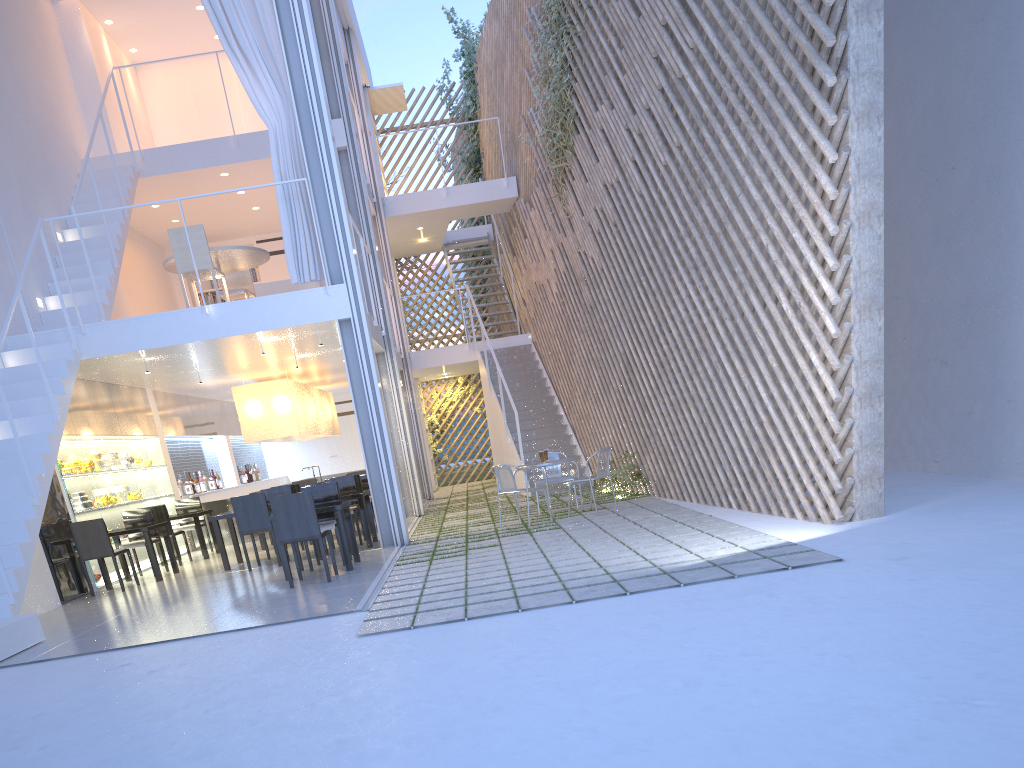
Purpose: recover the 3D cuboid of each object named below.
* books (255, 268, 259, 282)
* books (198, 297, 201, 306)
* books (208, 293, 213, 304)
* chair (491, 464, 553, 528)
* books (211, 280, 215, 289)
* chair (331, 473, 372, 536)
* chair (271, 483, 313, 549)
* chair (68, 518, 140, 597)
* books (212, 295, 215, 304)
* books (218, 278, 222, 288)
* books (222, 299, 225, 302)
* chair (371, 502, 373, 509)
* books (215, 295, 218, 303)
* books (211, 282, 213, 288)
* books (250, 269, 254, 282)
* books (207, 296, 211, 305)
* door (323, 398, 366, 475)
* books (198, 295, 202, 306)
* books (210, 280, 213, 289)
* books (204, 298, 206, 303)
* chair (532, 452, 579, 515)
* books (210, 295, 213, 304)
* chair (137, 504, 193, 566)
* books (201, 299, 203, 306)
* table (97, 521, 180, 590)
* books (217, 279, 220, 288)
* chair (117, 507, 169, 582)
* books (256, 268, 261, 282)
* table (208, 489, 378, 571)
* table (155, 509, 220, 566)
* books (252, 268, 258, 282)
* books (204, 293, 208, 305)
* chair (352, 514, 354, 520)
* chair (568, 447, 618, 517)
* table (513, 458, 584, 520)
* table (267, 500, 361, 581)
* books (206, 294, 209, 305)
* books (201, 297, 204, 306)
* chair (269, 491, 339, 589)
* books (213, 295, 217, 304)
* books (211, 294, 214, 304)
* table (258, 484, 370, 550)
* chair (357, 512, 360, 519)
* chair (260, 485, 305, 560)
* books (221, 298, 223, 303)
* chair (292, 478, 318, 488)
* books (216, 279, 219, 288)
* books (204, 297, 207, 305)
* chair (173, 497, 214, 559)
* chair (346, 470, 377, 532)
[{"bbox_3d":[-2.549,-0.269,6.375,0.037,1.763,3.401,-5,2,9],"label":"books"},{"bbox_3d":[-2.955,-0.752,7.818,0.015,0.137,0.088,-9,11,-3],"label":"books"},{"bbox_3d":[-2.847,-0.781,7.818,0.015,0.163,0.080,-9,13,-3],"label":"books"},{"bbox_3d":[0.038,0.638,4.770,0.260,0.406,0.231,2,16,42],"label":"chair"},{"bbox_3d":[-2.736,-0.255,6.383,0.027,1.722,3.338,-8,1,1],"label":"books"},{"bbox_3d":[-1.091,0.842,5.684,0.192,0.468,0.219,-9,13,-2],"label":"chair"},{"bbox_3d":[-1.496,0.906,5.684,0.192,0.468,0.219,-9,13,-2],"label":"chair"},{"bbox_3d":[-2.335,0.986,4.730,0.192,0.468,0.219,-9,13,-2],"label":"chair"},{"bbox_3d":[-2.820,-0.773,7.818,0.007,0.137,0.089,-9,11,-4],"label":"books"},{"bbox_3d":[-2.731,-0.237,6.380,0.030,1.762,3.360,-7,1,3],"label":"books"},{"bbox_3d":[-2.730,-0.784,7.820,0.015,0.132,0.086,-9,11,-3],"label":"books"},{"bbox_3d":[-1.313,1.018,8.206,0.241,0.469,0.174,-8,14,0],"label":"chair"},{"bbox_3d":[-2.786,-0.774,7.824,0.018,0.129,0.079,-9,11,-3],"label":"books"},{"bbox_3d":[-2.755,-0.240,6.374,0.040,1.760,3.346,-8,1,0],"label":"books"},{"bbox_3d":[-2.571,-0.276,6.365,0.037,1.736,3.410,-5,2,8],"label":"books"},{"bbox_3d":[-2.860,-0.765,7.822,0.015,0.135,0.082,-9,11,-3],"label":"books"},{"bbox_3d":[-2.425,0.743,7.444,0.484,1.241,5.198,-6,-1,9],"label":"door"},{"bbox_3d":[-2.941,-0.760,7.819,0.015,0.152,0.082,-9,12,-3],"label":"books"},{"bbox_3d":[-2.771,-0.242,6.373,0.080,1.732,3.367,-8,1,0],"label":"books"},{"bbox_3d":[-2.902,-0.757,7.819,0.006,0.132,0.088,-9,10,-4],"label":"books"},{"bbox_3d":[0.267,0.633,5.330,0.263,0.406,0.228,-9,12,-2],"label":"chair"},{"bbox_3d":[-2.834,-0.771,7.818,0.005,0.137,0.088,-9,11,-4],"label":"books"},{"bbox_3d":[-2.385,1.045,5.665,0.192,0.468,0.219,-9,13,-2],"label":"chair"},{"bbox_3d":[-2.929,-0.752,7.822,0.006,0.129,0.083,-9,11,-4],"label":"books"},{"bbox_3d":[-2.293,1.044,5.023,0.359,0.354,0.330,-9,7,-2],"label":"table"},{"bbox_3d":[-2.724,-0.259,6.367,0.037,1.726,3.370,-7,1,2],"label":"books"},{"bbox_3d":[-2.360,1.016,5.208,0.192,0.468,0.219,-9,13,-2],"label":"chair"},{"bbox_3d":[-2.530,-0.283,6.373,0.039,1.734,3.400,-5,2,9],"label":"books"},{"bbox_3d":[-1.308,0.888,5.023,0.916,0.354,0.329,-9,7,0],"label":"table"},{"bbox_3d":[-2.340,1.100,5.910,0.359,0.354,0.330,-9,7,-2],"label":"table"},{"bbox_3d":[-2.556,-0.283,6.381,0.045,1.725,3.378,-5,2,8],"label":"books"},{"bbox_3d":[-2.890,-0.774,7.820,0.011,0.164,0.076,-9,13,-4],"label":"books"},{"bbox_3d":[-1.259,0.938,6.920,0.240,0.469,0.174,-8,14,0],"label":"chair"},{"bbox_3d":[0.481,0.573,4.848,0.248,0.406,0.242,1,14,37],"label":"chair"},{"bbox_3d":[0.218,0.647,5.039,0.330,0.356,0.344,-15,10,-39],"label":"table"},{"bbox_3d":[-0.988,0.791,4.182,0.359,0.354,0.330,-9,7,-2],"label":"table"},{"bbox_3d":[-2.876,-0.770,7.824,0.015,0.152,0.073,-9,13,-3],"label":"books"},{"bbox_3d":[-2.916,-0.755,7.821,0.021,0.132,0.085,-9,11,-3],"label":"books"},{"bbox_3d":[-0.966,0.720,3.848,0.192,0.468,0.219,-9,13,-2],"label":"chair"},{"bbox_3d":[-2.806,-0.775,7.830,0.021,0.140,0.065,-9,13,-3],"label":"books"},{"bbox_3d":[-2.828,-0.774,7.817,0.008,0.143,0.088,-9,11,-4],"label":"books"},{"bbox_3d":[-1.355,0.945,5.911,0.916,0.354,0.329,-9,7,0],"label":"table"},{"bbox_3d":[-1.272,0.958,7.242,0.240,0.469,0.174,-9,14,-3],"label":"chair"},{"bbox_3d":[-1.470,0.875,5.194,0.192,0.468,0.219,-9,13,-2],"label":"chair"},{"bbox_3d":[-2.745,-0.793,7.820,0.011,0.155,0.079,-9,12,-4],"label":"books"},{"bbox_3d":[-1.520,0.935,6.130,0.192,0.468,0.219,-9,13,-2],"label":"chair"},{"bbox_3d":[-2.732,-0.240,6.362,0.039,1.756,3.391,-7,1,1],"label":"books"},{"bbox_3d":[-2.896,-0.756,7.826,0.006,0.128,0.075,-9,12,-4],"label":"books"},{"bbox_3d":[-2.410,1.076,6.143,0.192,0.468,0.219,-9,13,-2],"label":"chair"},{"bbox_3d":[-1.115,0.871,6.130,0.192,0.468,0.219,-9,13,-2],"label":"chair"}]
